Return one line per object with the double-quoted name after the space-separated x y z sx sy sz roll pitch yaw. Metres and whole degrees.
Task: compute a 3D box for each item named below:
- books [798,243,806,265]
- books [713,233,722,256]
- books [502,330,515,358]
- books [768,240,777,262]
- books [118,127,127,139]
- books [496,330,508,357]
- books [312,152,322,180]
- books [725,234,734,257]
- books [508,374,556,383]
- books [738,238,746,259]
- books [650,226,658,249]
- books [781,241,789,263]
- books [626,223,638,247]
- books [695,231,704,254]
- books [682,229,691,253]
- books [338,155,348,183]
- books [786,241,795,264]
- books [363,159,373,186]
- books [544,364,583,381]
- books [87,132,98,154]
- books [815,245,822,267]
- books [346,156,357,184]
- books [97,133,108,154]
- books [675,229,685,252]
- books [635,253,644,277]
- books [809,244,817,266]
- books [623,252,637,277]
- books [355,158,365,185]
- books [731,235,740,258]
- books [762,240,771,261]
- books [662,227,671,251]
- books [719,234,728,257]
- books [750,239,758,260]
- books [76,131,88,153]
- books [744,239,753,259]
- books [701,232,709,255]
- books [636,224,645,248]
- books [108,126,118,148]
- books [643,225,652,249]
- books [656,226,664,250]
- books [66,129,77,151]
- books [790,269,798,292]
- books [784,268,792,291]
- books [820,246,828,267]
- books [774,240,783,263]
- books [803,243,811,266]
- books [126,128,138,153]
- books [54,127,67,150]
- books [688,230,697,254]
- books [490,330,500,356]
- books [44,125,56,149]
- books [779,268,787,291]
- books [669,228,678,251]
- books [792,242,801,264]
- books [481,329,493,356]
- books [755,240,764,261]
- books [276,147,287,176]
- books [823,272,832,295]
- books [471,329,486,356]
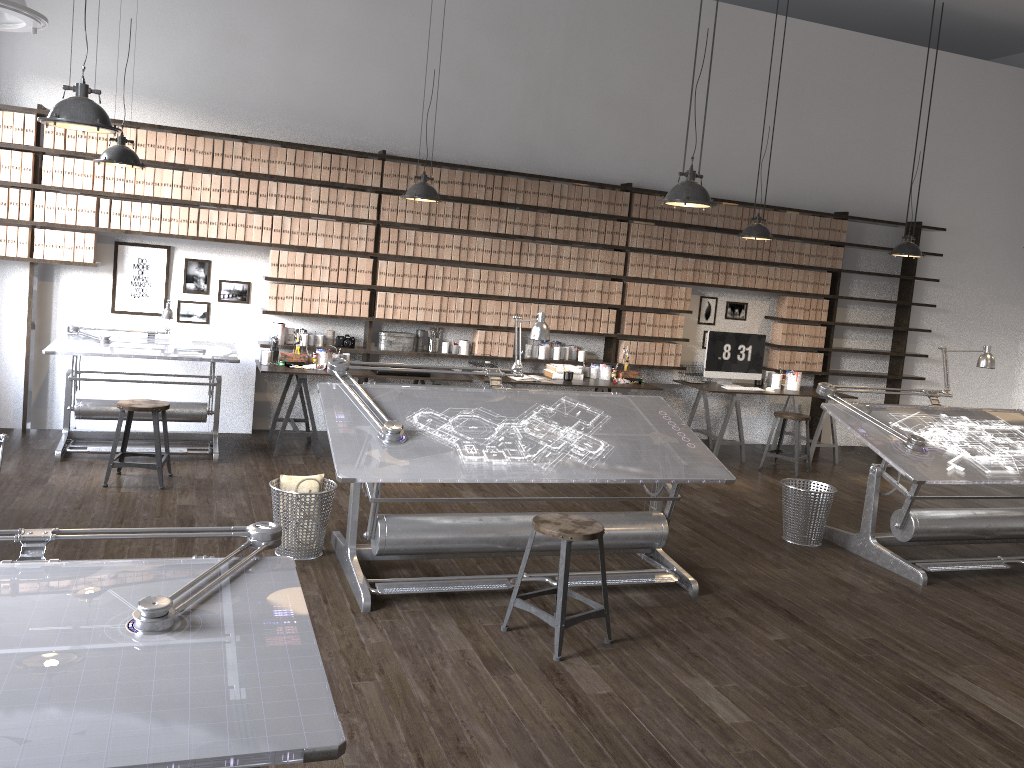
2.884 -1.318 8.977 0.066 0.224 0.175 3 6 -20 "books"
1.957 -1.357 8.634 0.067 0.225 0.175 3 6 -20 "books"
-0.042 -0.364 8.034 0.066 0.224 0.175 3 6 -20 "books"
2.558 -1.332 8.860 0.066 0.224 0.175 4 6 -20 "books"
-2.985 -1.848 6.797 0.066 0.224 0.175 3 6 -20 "books"
-0.107 -0.366 8.005 0.066 0.224 0.175 3 6 -20 "books"
-1.616 -1.788 7.296 0.066 0.224 0.175 3 6 -20 "books"
2.086 -1.353 8.688 0.066 0.224 0.175 4 6 -20 "books"
0.167 -0.052 7.607 0.354 0.029 0.258 3 8 -20 "books"
2.222 -1.346 8.730 0.066 0.224 0.175 3 6 -20 "books"
1.303 -1.386 8.398 0.066 0.224 0.175 4 6 -20 "books"
2.691 -1.326 8.908 0.066 0.224 0.175 3 6 -20 "books"
1.108 -1.395 8.325 0.066 0.224 0.175 4 6 -20 "books"
1.768 -1.365 8.564 0.067 0.225 0.175 3 6 -20 "books"
1.636 -1.372 8.522 0.066 0.224 0.175 4 6 -20 "books"
-1.422 -1.780 7.368 0.066 0.224 0.175 3 6 -20 "books"
2.758 -1.323 8.932 0.066 0.224 0.175 3 6 -20 "books"
-1.220 -1.771 7.441 0.066 0.224 0.175 4 6 -20 "books"
0.485 -0.118 7.904 0.294 0.147 0.388 3 8 -20 "books"
-3.178 -1.857 6.727 0.066 0.224 0.175 3 6 -20 "books"
3.076 -1.309 9.048 0.066 0.224 0.175 3 6 -20 "books"
-1.352 -1.777 7.395 0.066 0.224 0.175 3 6 -20 "books"
-3.112 -1.854 6.752 0.066 0.224 0.175 3 6 -20 "books"
1.571 -1.374 8.494 0.066 0.224 0.175 3 6 -20 "books"
1.164 -1.125 8.373 0.067 0.225 0.175 4 6 -20 "books"
3.012 -1.311 9.020 0.067 0.225 0.175 4 6 -20 "books"
1.104 -1.128 8.356 0.066 0.224 0.175 3 6 -20 "books"
-1.287 -1.774 7.421 0.066 0.224 0.175 3 6 -20 "books"
2.153 -1.349 8.708 0.066 0.224 0.175 3 6 -20 "books"
2.489 -1.334 8.829 0.067 0.225 0.175 3 6 -20 "books"
1.434 -1.380 8.443 0.067 0.225 0.175 4 6 -20 "books"
2.022 -1.355 8.662 0.066 0.224 0.175 4 6 -20 "books"
2.348 -1.341 8.780 0.066 0.224 0.175 3 6 -20 "books"
-3.243 -1.859 6.699 0.066 0.224 0.175 4 6 -20 "books"
2.290 -1.343 8.755 0.067 0.225 0.175 4 6 -20 "books"
1.829 -1.363 8.591 0.066 0.224 0.175 4 6 -20 "books"
1.177 -1.391 8.347 0.066 0.224 0.175 4 6 -20 "books"
-3.047 -1.850 6.769 0.067 0.225 0.175 4 6 -20 "books"
1.245 -1.388 8.372 0.067 0.225 0.175 3 6 -20 "books"
1.363 -1.384 8.423 0.066 0.224 0.175 3 6 -20 "books"
-3.311 -1.863 6.679 0.066 0.224 0.175 4 6 -20 "books"
2.811 -1.053 8.978 0.067 0.225 0.175 4 6 -20 "books"
2.743 -1.057 8.957 0.066 0.224 0.175 3 6 -20 "books"
3.141 -1.307 9.074 0.066 0.224 0.175 3 6 -20 "books"
2.626 -1.328 8.880 0.066 0.224 0.175 4 6 -20 "books"
2.943 -1.315 8.997 0.066 0.224 0.175 3 6 -20 "books"
-2.926 -1.845 6.817 0.066 0.224 0.175 3 6 -20 "books"
-3.380 -1.865 6.648 0.067 0.225 0.175 3 6 -20 "books"
1.703 -1.369 8.546 0.066 0.224 0.175 4 6 -20 "books"
-0.175 -0.370 7.984 0.066 0.224 0.175 4 6 -20 "books"
-3.451 -1.869 6.628 0.066 0.224 0.175 4 6 -20 "books"
2.677 -1.060 8.935 0.066 0.224 0.175 3 6 -20 "books"
1.503 -1.378 8.474 0.066 0.224 0.175 3 6 -20 "books"
2.823 -1.319 8.950 0.067 0.225 0.175 4 6 -20 "books"
-0.241 -0.372 7.960 0.066 0.224 0.175 4 6 -20 "books"
2.418 -1.338 8.809 0.066 0.224 0.175 4 6 -20 "books"
-1.881 -1.800 7.199 0.066 0.224 0.175 4 6 -20 "books"
3.196 -1.037 9.119 0.066 0.224 0.175 4 6 -20 "books"
-0.302 -0.374 7.931 0.067 0.225 0.175 3 6 -20 "books"
